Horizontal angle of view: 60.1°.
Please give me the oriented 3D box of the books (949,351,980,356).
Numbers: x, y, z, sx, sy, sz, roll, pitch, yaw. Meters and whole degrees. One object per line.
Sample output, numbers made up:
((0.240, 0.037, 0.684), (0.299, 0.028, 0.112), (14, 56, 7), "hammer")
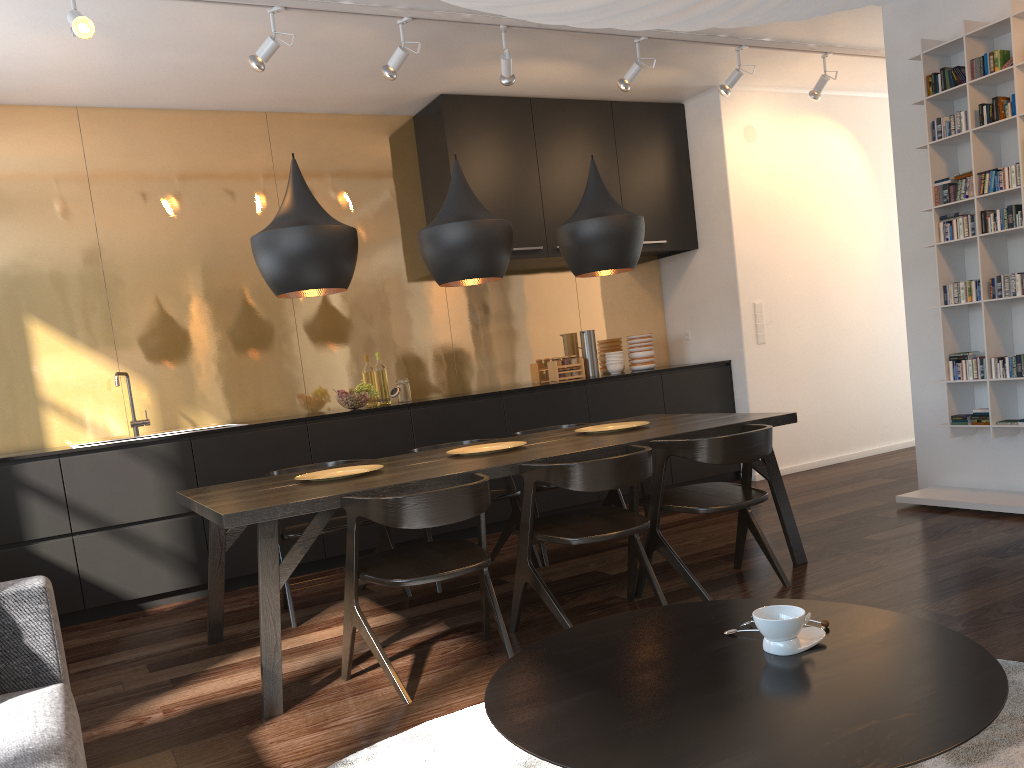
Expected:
((2.390, -0.159, 4.669), (0.092, 0.012, 0.111), (-8, 1, -28), "books")

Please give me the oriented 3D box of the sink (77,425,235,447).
((-0.881, 0.121, 5.494), (3.398, 0.245, 0.482), (-8, 2, -29), "sink")

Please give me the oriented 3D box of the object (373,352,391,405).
((-0.861, -0.038, 5.808), (0.092, 0.341, 0.091), (-4, 6, 29), "object")

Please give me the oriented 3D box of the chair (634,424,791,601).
((0.836, 0.532, 3.695), (0.590, 0.675, 0.519), (-9, 4, -30), "chair")

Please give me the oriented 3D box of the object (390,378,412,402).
((-0.714, 0.041, 5.707), (0.088, 0.152, 0.175), (-3, 5, 39), "object")

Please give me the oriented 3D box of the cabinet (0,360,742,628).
((-0.729, 0.577, 5.636), (5.039, 0.906, 0.732), (-8, 4, -28), "cabinet")

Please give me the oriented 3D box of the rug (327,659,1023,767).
((0.574, 0.940, 1.501), (2.844, 0.012, 2.818), (-6, 2, 42), "rug")

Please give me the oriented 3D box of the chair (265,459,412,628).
((-0.873, 0.728, 4.220), (0.590, 0.675, 0.520), (-9, 4, -32), "chair")

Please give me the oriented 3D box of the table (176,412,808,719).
((-0.036, 0.629, 3.879), (2.488, 0.683, 1.107), (-8, 2, -28), "table")

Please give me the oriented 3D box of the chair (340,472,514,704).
((-0.293, 0.680, 3.091), (0.590, 0.675, 0.519), (-9, 4, -29), "chair")

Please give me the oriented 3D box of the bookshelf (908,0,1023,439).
((2.431, -0.763, 4.479), (0.226, 2.087, 0.638), (-10, 6, -28), "bookshelf")

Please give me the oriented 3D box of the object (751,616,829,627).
((0.544, 0.459, 1.734), (0.014, 0.015, 0.168), (-10, 3, -41), "object")

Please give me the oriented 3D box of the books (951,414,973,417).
((2.398, 0.168, 4.687), (0.068, 0.009, 0.107), (-8, 1, -28), "books")

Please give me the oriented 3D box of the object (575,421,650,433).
((0.473, 0.209, 4.181), (0.354, 0.017, 0.356), (-7, 1, -25), "object")

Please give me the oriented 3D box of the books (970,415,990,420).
((2.449, 0.170, 4.587), (0.068, 0.023, 0.107), (-8, 2, -28), "books")

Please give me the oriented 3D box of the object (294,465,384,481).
((-0.694, 0.362, 3.563), (0.354, 0.017, 0.356), (-7, 1, -25), "object")

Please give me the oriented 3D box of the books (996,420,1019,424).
((2.544, 0.193, 4.497), (0.092, 0.012, 0.111), (-8, 1, -28), "books")

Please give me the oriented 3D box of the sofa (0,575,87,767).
((-0.461, 0.744, 0.967), (2.030, 0.675, 3.068), (-8, 2, -28), "sofa")

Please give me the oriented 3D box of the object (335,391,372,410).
((-0.956, 0.105, 5.369), (0.219, 0.097, 0.217), (-6, 2, 19), "object")

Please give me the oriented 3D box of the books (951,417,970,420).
((2.395, 0.179, 4.692), (0.069, 0.015, 0.092), (-8, 1, -28), "books")

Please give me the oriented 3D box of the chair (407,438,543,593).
((-0.239, 0.645, 4.524), (0.590, 0.675, 0.519), (-9, 4, -30), "chair")

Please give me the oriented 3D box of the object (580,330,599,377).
((0.588, -0.227, 6.563), (0.163, 0.342, 0.114), (-9, 5, -25), "object")

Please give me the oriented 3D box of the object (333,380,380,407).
((-0.944, 0.065, 5.358), (0.238, 0.174, 0.178), (-9, 4, -43), "object")

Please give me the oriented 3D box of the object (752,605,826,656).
((0.503, 0.440, 1.590), (0.138, 0.069, 0.091), (-7, 3, -16), "object")

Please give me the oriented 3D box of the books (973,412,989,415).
((2.453, 0.150, 4.580), (0.069, 0.014, 0.092), (-8, 1, -28), "books")

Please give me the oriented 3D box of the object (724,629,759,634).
((0.465, 0.472, 1.682), (0.124, 0.010, 0.026), (-6, 2, 28), "object")

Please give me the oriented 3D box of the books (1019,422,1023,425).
((2.579, 0.192, 4.385), (0.069, 0.014, 0.092), (-8, 1, -28), "books")

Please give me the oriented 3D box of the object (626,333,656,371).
((0.976, -0.239, 6.681), (0.198, 0.266, 0.196), (-4, 5, 36), "object")

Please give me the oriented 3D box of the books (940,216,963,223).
((2.309, -0.858, 4.607), (0.092, 0.012, 0.111), (-8, 1, -28), "books")

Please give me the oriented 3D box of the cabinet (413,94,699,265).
((0.362, -1.406, 6.265), (1.946, 1.057, 0.531), (-8, 5, -28), "cabinet")

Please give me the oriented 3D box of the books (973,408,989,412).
((2.451, 0.136, 4.579), (0.069, 0.014, 0.092), (-8, 1, -28), "books")

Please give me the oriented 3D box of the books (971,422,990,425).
((2.457, 0.202, 4.592), (0.068, 0.016, 0.107), (-8, 1, -28), "books")

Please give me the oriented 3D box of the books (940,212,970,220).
((2.310, -0.874, 4.609), (0.095, 0.022, 0.111), (-8, 1, -28), "books")

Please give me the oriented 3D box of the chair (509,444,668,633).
((0.301, 0.602, 3.411), (0.590, 0.675, 0.519), (-9, 4, -27), "chair")

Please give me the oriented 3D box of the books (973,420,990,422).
((2.456, 0.187, 4.583), (0.069, 0.014, 0.092), (-8, 1, -28), "books")

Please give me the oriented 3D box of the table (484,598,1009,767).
((0.401, 0.726, 1.549), (0.843, 0.475, 0.847), (-8, 2, -26), "table")

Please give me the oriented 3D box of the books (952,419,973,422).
((2.399, 0.192, 4.692), (0.069, 0.014, 0.092), (-8, 1, -28), "books")

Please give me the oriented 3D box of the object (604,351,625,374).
((0.770, -0.160, 6.599), (0.158, 0.161, 0.153), (-7, 3, 0), "object")

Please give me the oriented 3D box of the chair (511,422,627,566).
((0.293, 0.575, 4.805), (0.590, 0.675, 0.519), (-9, 4, -28), "chair")

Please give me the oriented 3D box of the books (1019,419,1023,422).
((2.576, 0.179, 4.379), (0.069, 0.014, 0.093), (-7, 1, -23), "books")

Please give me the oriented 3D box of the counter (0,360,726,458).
((-0.783, 0.130, 5.594), (5.036, 0.002, 0.732), (-7, 1, -28), "counter")

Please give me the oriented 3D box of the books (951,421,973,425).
((2.399, 0.206, 4.693), (0.074, 0.015, 0.098), (-8, 1, -28), "books")

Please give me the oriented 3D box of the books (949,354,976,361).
((2.377, -0.140, 4.664), (0.068, 0.023, 0.107), (-8, 2, -28), "books")

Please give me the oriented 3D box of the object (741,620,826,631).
((0.519, 0.462, 1.700), (0.164, 0.016, 0.025), (-6, 2, 37), "object")

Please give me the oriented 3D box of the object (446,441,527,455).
((-0.110, 0.285, 3.872), (0.356, 0.017, 0.353), (-6, 2, 43), "object")
